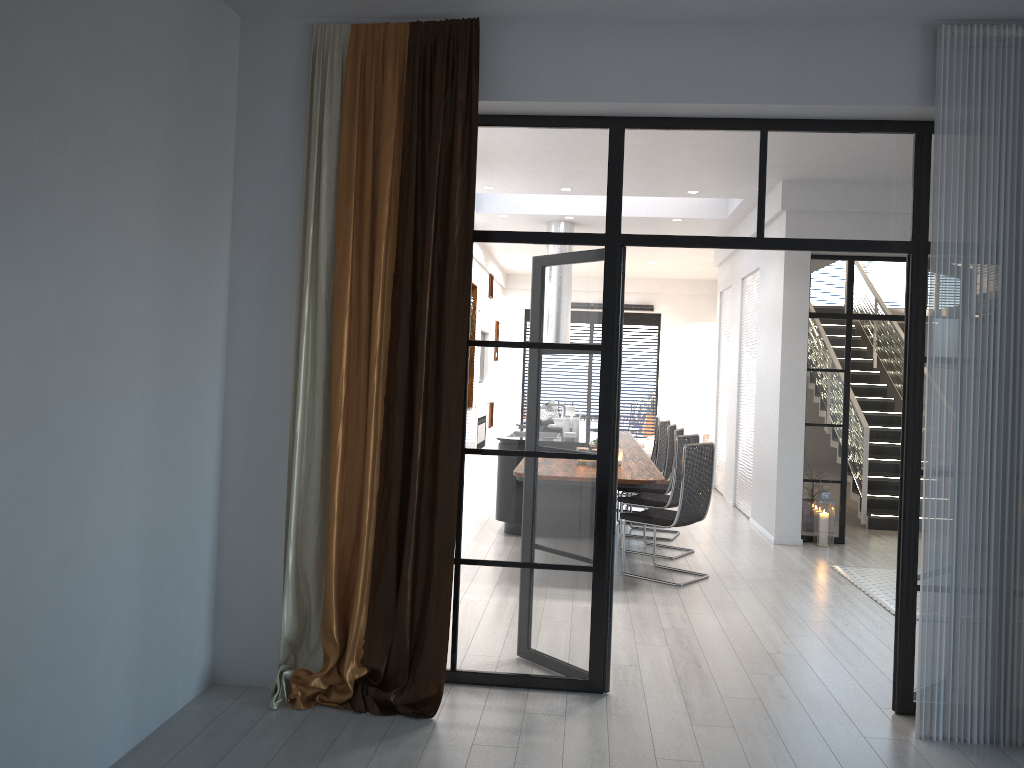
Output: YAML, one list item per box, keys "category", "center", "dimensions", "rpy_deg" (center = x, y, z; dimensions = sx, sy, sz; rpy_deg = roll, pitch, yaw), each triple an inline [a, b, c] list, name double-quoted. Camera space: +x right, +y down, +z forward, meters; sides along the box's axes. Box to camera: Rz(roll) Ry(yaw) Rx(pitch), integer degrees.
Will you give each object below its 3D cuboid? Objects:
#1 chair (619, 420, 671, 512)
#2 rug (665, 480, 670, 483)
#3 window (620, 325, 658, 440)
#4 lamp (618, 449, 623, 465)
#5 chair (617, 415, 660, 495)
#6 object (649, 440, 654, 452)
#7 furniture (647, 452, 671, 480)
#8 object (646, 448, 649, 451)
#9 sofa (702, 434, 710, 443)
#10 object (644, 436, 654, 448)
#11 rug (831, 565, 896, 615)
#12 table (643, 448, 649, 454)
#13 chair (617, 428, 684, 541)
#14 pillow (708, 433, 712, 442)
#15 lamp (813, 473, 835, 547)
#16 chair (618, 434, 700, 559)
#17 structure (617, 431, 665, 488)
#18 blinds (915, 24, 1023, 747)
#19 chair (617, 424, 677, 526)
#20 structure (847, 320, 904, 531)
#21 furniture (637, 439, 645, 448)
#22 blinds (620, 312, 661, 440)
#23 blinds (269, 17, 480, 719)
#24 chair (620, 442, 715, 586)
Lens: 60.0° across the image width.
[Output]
- category: "chair"
  center: [1.443, 0.903, 9.952]
  dimensions: [0.537, 1.019, 0.470]
  rpy_deg: [2, -1, 25]
- category: "rug"
  center: [2.154, 1.380, 13.822]
  dimensions: [1.623, 0.020, 2.519]
  rpy_deg: [2, 1, 5]
- category: "window"
  center: [4.578, -1.184, 17.072]
  dimensions: [8.566, 5.063, 0.462]
  rpy_deg: [2, -1, 4]
- category: "lamp"
  center: [0.818, 0.570, 6.942]
  dimensions: [0.095, 0.124, 0.095]
  rpy_deg: [2, 0, 38]
- category: "chair"
  center: [1.514, 0.894, 10.913]
  dimensions: [0.537, 1.019, 0.470]
  rpy_deg: [2, -1, 5]
- category: "object"
  center: [2.161, 0.951, 13.642]
  dimensions: [0.110, 0.183, 0.119]
  rpy_deg: [2, 0, 11]
- category: "furniture"
  center: [2.290, 1.181, 12.643]
  dimensions: [0.699, 0.460, 0.699]
  rpy_deg: [2, 0, 0]
- category: "object"
  center: [2.209, 1.028, 13.825]
  dimensions: [0.333, 0.030, 0.583]
  rpy_deg: [2, 1, -32]
- category: "sofa"
  center: [3.440, 1.033, 13.454]
  dimensions: [0.899, 0.825, 2.093]
  rpy_deg: [2, 1, 5]
- category: "object"
  center: [2.433, 1.031, 14.901]
  dimensions: [0.418, 0.355, 0.760]
  rpy_deg: [2, 0, 13]
- category: "rug"
  center: [3.670, 1.530, 6.374]
  dimensions: [2.276, 0.020, 1.585]
  rpy_deg: [2, 1, 5]
- category: "table"
  center: [2.297, 1.222, 13.756]
  dimensions: [1.000, 0.350, 1.000]
  rpy_deg: [2, 1, 5]
- category: "chair"
  center: [1.314, 0.918, 8.425]
  dimensions: [0.537, 1.019, 0.470]
  rpy_deg: [2, -1, 20]
- category: "pillow"
  center: [3.535, 0.844, 13.490]
  dimensions: [0.589, 0.392, 2.029]
  rpy_deg: [2, 1, -7]
- category: "lamp"
  center: [2.885, 1.157, 8.186]
  dimensions: [0.148, 0.665, 0.157]
  rpy_deg: [2, -1, 5]
- category: "chair"
  center: [1.252, 0.926, 7.610]
  dimensions: [0.537, 1.019, 0.470]
  rpy_deg: [2, -1, 35]
- category: "structure"
  center: [0.587, 0.951, 8.817]
  dimensions: [1.377, 0.887, 5.639]
  rpy_deg: [2, 1, 5]
- category: "blinds"
  center: [2.417, 0.011, 3.725]
  dimensions: [1.301, 3.069, 0.052]
  rpy_deg: [2, -1, 5]
- category: "chair"
  center: [1.376, 0.911, 9.141]
  dimensions: [0.537, 1.019, 0.470]
  rpy_deg: [2, -1, 20]
- category: "structure"
  center: [5.072, -0.261, 11.067]
  dimensions: [2.394, 3.602, 5.800]
  rpy_deg: [2, 0, 5]
- category: "furniture"
  center: [2.416, 1.157, 14.953]
  dimensions: [0.699, 0.460, 0.699]
  rpy_deg: [2, 0, 5]
- category: "blinds"
  center: [1.489, -0.035, 16.973]
  dimensions: [2.585, 2.721, 0.358]
  rpy_deg: [2, -1, 5]
- category: "blinds"
  center: [-0.593, -0.116, 3.896]
  dimensions: [0.811, 3.045, 0.254]
  rpy_deg: [2, -1, 4]
- category: "chair"
  center: [1.161, 0.934, 6.676]
  dimensions: [0.537, 1.019, 0.470]
  rpy_deg: [2, -1, 40]
